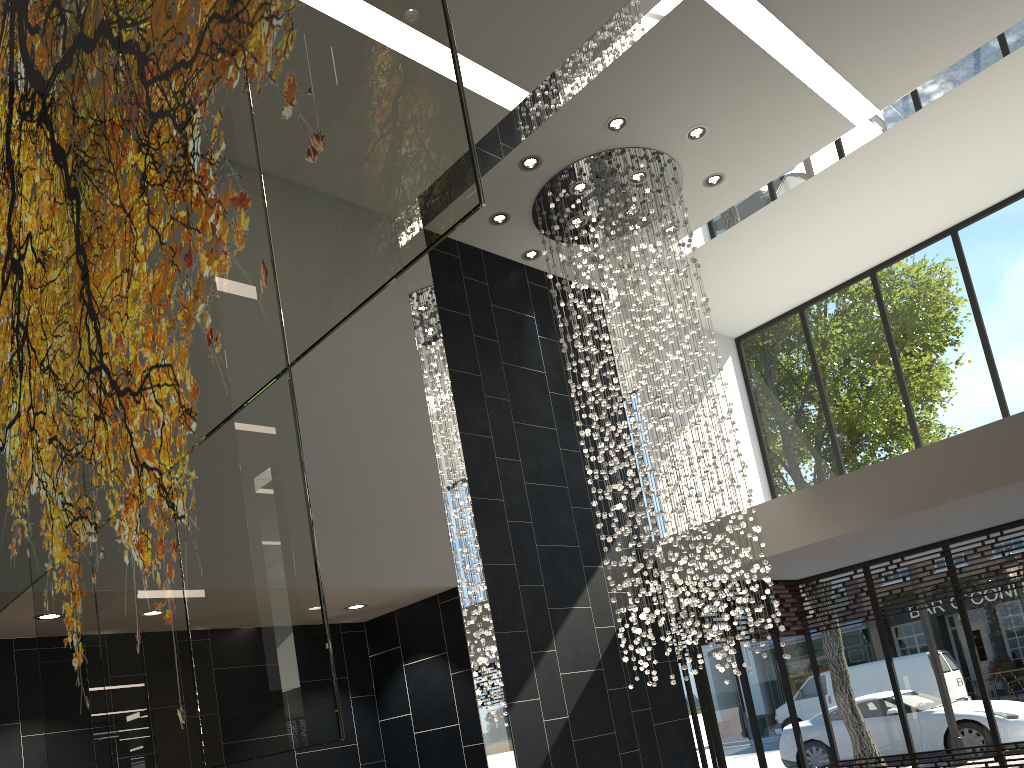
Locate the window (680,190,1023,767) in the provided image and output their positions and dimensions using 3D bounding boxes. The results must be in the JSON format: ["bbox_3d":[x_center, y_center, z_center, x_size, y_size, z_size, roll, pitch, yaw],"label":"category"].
[{"bbox_3d":[4.571,0.789,7.384,2.362,5.694,6.456,1,-20,-44],"label":"window"}]

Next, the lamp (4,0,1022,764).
[{"bbox_3d":[-9.601,-42.131,8.086,396.608,108.060,426.528,-3,-22,-19],"label":"lamp"}]
